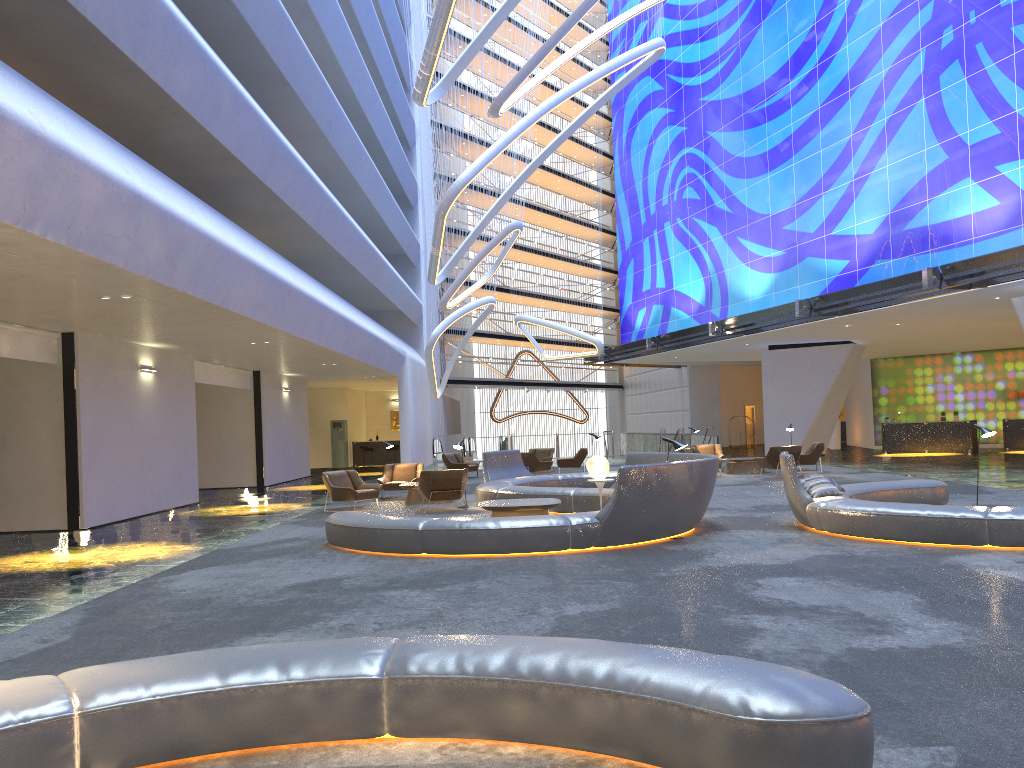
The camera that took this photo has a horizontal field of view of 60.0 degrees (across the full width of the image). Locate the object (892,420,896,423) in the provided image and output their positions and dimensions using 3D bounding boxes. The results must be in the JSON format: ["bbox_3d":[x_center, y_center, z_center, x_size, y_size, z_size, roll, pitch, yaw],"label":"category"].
[{"bbox_3d":[13.813,1.345,32.041,0.108,0.108,0.111,-3,-2,35],"label":"object"}]

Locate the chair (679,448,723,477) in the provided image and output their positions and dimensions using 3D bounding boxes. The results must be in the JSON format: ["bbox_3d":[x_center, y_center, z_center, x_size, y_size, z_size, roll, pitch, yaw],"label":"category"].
[{"bbox_3d":[4.824,2.017,22.663,0.939,0.766,0.929,-4,-2,34],"label":"chair"}]

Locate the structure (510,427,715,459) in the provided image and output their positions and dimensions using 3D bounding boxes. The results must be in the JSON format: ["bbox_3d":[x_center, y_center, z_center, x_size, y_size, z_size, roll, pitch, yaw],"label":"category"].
[{"bbox_3d":[4.738,6.719,49.045,9.304,8.394,19.751,-2,-2,1],"label":"structure"}]

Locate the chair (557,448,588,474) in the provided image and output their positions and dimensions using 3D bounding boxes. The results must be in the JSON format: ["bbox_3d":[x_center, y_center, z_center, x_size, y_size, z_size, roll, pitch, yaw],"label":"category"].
[{"bbox_3d":[1.806,2.320,26.595,0.939,0.766,0.930,-2,-2,3],"label":"chair"}]

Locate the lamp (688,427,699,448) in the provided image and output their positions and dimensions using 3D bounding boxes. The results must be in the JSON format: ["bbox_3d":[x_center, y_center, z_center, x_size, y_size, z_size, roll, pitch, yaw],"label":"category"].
[{"bbox_3d":[5.164,1.853,25.168,0.384,1.300,0.202,-3,-1,18],"label":"lamp"}]

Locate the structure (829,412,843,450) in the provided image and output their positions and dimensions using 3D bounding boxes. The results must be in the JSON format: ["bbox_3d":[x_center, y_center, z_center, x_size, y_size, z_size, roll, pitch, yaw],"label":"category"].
[{"bbox_3d":[13.630,1.736,37.433,1.022,2.050,0.773,-2,-1,-21],"label":"structure"}]

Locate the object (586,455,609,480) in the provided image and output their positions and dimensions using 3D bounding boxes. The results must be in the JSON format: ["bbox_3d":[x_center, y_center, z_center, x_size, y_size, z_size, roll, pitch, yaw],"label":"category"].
[{"bbox_3d":[1.348,1.315,13.944,0.367,0.387,0.318,-2,-2,8],"label":"object"}]

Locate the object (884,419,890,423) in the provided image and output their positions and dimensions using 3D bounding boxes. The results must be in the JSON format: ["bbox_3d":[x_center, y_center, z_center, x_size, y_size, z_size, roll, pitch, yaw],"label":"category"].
[{"bbox_3d":[13.613,1.340,32.186,0.149,0.149,0.149,-3,-2,35],"label":"object"}]

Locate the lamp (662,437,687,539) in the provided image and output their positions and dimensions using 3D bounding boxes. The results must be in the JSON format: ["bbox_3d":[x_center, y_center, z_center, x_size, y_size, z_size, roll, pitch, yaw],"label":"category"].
[{"bbox_3d":[2.064,1.316,11.271,0.384,1.300,0.202,-3,-1,18],"label":"lamp"}]

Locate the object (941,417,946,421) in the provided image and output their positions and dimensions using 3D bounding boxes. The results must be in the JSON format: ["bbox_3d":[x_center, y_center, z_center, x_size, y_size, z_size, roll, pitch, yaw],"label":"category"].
[{"bbox_3d":[15.104,1.230,31.036,0.150,0.145,0.150,-3,-2,34],"label":"object"}]

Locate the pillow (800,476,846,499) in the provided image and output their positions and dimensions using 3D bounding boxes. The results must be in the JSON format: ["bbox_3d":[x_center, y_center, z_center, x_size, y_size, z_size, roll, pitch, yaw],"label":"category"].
[{"bbox_3d":[4.085,1.357,11.813,0.692,0.262,0.878,-3,-3,9],"label":"pillow"}]

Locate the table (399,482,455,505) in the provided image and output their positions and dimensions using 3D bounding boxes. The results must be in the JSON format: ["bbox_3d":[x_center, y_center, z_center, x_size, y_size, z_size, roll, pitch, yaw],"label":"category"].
[{"bbox_3d":[-1.702,2.244,18.294,1.203,0.392,1.204,-2,-3,0],"label":"table"}]

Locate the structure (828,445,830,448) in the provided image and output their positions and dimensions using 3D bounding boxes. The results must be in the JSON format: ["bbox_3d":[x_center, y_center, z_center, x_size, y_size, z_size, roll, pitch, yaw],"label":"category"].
[{"bbox_3d":[14.142,1.815,39.509,0.772,2.050,1.023,-2,-1,-28],"label":"structure"}]

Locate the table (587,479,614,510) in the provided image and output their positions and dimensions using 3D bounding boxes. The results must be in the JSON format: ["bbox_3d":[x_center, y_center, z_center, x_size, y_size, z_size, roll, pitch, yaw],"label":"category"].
[{"bbox_3d":[1.409,1.805,13.966,0.418,0.595,0.428,-2,-1,0],"label":"table"}]

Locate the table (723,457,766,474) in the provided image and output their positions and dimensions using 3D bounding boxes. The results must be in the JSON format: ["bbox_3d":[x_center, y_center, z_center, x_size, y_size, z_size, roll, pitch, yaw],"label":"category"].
[{"bbox_3d":[6.240,2.196,23.803,1.203,0.392,1.204,-2,-3,1],"label":"table"}]

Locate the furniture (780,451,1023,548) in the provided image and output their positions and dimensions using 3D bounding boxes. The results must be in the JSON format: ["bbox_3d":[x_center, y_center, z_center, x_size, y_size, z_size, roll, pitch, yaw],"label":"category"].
[{"bbox_3d":[6.536,1.178,9.155,5.184,0.969,9.938,-2,-3,-7],"label":"furniture"}]

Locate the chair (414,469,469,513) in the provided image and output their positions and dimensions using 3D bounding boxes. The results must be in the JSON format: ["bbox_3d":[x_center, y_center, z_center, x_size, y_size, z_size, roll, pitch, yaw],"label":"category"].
[{"bbox_3d":[-1.288,1.960,16.445,0.929,0.766,0.940,-2,-2,-16],"label":"chair"}]

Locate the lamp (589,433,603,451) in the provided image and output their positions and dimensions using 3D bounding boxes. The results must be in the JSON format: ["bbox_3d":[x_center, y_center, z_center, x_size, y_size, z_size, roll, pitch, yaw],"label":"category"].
[{"bbox_3d":[1.847,1.714,19.517,0.384,1.300,0.202,-3,-1,18],"label":"lamp"}]

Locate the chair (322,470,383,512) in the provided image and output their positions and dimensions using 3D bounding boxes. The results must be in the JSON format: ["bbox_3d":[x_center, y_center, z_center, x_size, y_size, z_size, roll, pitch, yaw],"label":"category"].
[{"bbox_3d":[-3.119,2.065,17.154,0.939,0.766,0.929,-4,-2,34],"label":"chair"}]

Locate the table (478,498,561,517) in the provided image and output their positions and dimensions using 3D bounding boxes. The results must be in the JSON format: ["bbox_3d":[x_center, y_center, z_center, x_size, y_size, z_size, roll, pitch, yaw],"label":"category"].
[{"bbox_3d":[0.122,1.920,12.942,1.203,0.392,1.204,-2,-3,1],"label":"table"}]

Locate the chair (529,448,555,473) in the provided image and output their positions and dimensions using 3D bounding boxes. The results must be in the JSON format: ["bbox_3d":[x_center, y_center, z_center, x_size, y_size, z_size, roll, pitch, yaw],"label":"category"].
[{"bbox_3d":[0.845,2.424,28.017,0.930,0.766,0.939,-3,-2,28],"label":"chair"}]

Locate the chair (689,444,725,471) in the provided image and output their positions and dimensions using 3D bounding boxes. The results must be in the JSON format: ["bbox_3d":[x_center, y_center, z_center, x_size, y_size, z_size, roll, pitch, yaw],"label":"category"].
[{"bbox_3d":[5.513,2.105,25.104,0.929,0.766,0.939,-2,-2,7],"label":"chair"}]

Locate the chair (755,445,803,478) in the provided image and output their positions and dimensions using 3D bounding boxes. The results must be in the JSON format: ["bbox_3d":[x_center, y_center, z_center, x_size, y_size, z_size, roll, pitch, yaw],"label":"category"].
[{"bbox_3d":[6.654,1.912,21.954,0.929,0.766,0.940,-2,-2,-16],"label":"chair"}]

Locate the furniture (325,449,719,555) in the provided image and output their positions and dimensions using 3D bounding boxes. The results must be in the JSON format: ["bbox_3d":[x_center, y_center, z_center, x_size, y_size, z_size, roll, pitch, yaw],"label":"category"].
[{"bbox_3d":[1.028,1.665,14.914,5.188,0.969,9.931,-3,-3,18],"label":"furniture"}]

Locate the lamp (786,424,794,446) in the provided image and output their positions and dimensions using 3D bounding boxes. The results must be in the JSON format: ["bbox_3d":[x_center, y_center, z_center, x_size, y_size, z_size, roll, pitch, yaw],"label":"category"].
[{"bbox_3d":[6.990,1.640,22.180,0.202,1.300,0.384,-2,-1,17],"label":"lamp"}]

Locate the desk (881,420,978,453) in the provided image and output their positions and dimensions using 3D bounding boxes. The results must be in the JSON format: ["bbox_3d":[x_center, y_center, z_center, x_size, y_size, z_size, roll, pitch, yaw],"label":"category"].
[{"bbox_3d":[14.841,1.886,31.563,2.980,1.097,0.813,-4,-2,39],"label":"desk"}]

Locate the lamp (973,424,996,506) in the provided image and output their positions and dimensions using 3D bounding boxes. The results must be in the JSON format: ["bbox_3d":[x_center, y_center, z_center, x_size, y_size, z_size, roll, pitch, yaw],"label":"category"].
[{"bbox_3d":[6.303,1.178,11.836,0.202,1.300,0.384,-2,-1,-24],"label":"lamp"}]

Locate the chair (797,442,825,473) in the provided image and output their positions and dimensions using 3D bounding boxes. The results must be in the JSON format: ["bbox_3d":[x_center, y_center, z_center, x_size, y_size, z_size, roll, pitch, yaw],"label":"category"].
[{"bbox_3d":[7.698,1.936,23.318,0.939,0.766,0.930,-3,-2,9],"label":"chair"}]

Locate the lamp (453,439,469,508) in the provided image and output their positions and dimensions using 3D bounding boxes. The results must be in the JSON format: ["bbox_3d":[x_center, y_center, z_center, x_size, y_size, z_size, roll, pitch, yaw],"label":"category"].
[{"bbox_3d":[-0.953,1.689,16.671,0.202,1.300,0.384,-2,-1,17],"label":"lamp"}]

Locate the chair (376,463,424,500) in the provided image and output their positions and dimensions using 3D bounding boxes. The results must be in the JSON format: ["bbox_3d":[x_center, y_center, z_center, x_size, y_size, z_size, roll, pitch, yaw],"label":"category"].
[{"bbox_3d":[-2.429,2.154,19.595,0.929,0.766,0.939,-2,-2,7],"label":"chair"}]

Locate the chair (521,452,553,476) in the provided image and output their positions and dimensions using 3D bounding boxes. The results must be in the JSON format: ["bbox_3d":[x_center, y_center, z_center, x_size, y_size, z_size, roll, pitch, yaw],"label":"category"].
[{"bbox_3d":[0.554,2.297,25.082,0.938,0.766,0.930,-1,-2,-38],"label":"chair"}]

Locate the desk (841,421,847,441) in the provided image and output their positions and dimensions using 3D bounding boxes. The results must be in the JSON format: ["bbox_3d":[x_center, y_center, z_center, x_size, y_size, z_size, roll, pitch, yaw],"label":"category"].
[{"bbox_3d":[17.309,2.538,47.389,2.980,1.097,0.813,-4,-2,39],"label":"desk"}]

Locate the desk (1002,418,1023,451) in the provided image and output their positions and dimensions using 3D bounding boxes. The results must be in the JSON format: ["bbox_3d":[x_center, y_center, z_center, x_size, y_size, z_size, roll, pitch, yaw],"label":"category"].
[{"bbox_3d":[18.446,1.678,30.129,2.980,1.097,0.813,-4,-2,37],"label":"desk"}]

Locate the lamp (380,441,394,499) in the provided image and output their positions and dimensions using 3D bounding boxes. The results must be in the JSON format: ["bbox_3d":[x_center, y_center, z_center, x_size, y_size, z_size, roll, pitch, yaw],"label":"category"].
[{"bbox_3d":[-2.778,1.901,19.659,0.384,1.300,0.202,-3,-1,18],"label":"lamp"}]

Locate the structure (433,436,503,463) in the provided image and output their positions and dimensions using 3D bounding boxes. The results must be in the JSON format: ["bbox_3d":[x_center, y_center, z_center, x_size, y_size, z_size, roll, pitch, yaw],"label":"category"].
[{"bbox_3d":[-1.698,6.919,48.694,3.017,8.234,19.846,-2,-2,1],"label":"structure"}]

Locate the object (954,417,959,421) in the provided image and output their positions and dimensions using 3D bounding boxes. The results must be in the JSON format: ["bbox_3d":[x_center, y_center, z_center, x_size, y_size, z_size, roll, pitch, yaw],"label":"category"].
[{"bbox_3d":[15.447,1.206,30.815,0.150,0.145,0.150,-3,-2,34],"label":"object"}]

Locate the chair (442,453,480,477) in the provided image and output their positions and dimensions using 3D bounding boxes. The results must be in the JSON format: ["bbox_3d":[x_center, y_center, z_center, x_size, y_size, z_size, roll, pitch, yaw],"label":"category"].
[{"bbox_3d":[-1.541,2.446,26.508,0.939,0.766,0.929,-3,-2,25],"label":"chair"}]
